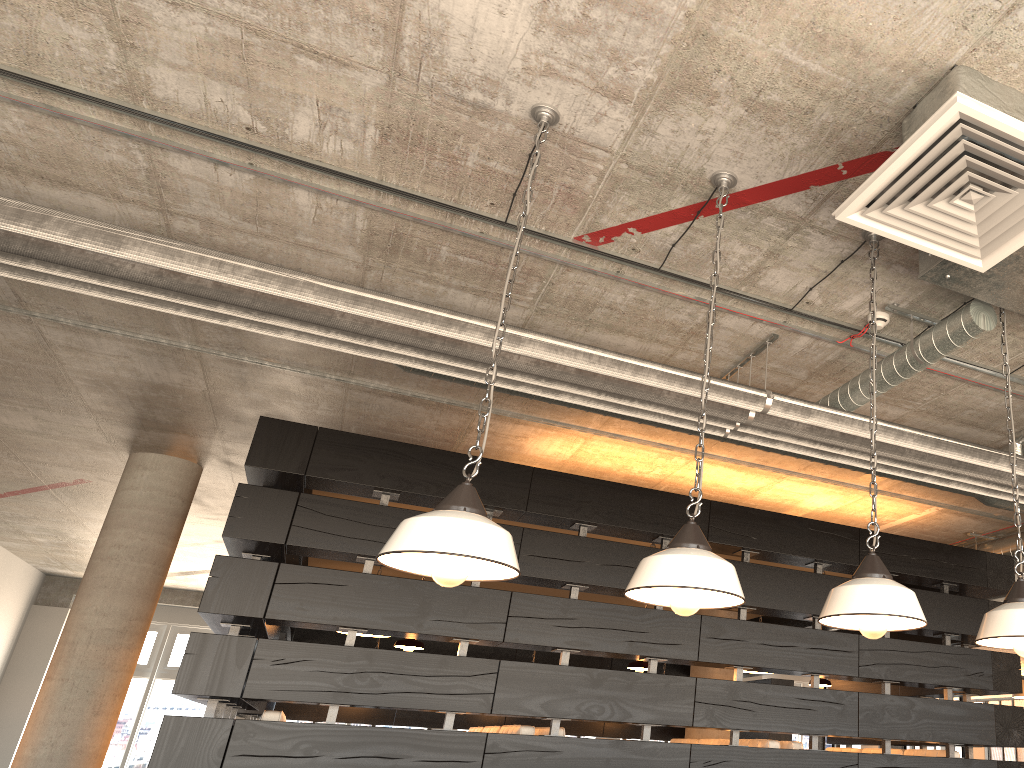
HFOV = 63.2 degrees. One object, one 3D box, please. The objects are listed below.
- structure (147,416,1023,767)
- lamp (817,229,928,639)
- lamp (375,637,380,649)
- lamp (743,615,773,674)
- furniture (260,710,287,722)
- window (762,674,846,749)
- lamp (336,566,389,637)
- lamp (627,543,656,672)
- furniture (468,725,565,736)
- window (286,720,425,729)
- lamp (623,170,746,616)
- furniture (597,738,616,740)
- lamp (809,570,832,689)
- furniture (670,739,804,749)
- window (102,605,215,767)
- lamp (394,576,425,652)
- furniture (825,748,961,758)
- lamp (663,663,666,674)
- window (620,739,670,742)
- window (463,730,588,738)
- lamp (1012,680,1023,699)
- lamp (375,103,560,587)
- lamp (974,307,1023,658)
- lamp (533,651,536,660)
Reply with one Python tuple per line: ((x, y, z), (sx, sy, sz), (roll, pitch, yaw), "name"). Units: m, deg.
((0.490, 3.096, 7.644), (6.065, 2.754, 5.499), (12, -24, -16), "structure")
((1.329, 0.044, 3.070), (0.383, 1.754, 0.344), (12, -24, -4), "lamp")
((-1.381, 2.599, 8.785), (0.178, 1.060, 0.207), (1, -25, 21), "lamp")
((2.679, 2.303, 8.939), (0.473, 1.517, 0.411), (13, -24, -8), "lamp")
((-1.425, 2.656, 4.979), (0.649, 1.272, 1.699), (14, -25, -10), "furniture")
((5.856, 7.321, 16.891), (2.761, 2.898, 0.220), (16, -24, -20), "window")
((-1.126, 1.443, 7.386), (0.473, 1.517, 0.411), (13, -24, -8), "lamp")
((1.046, 1.696, 6.450), (0.206, 1.060, 0.179), (14, -24, -8), "lamp")
((-0.112, 2.952, 5.515), (1.178, 1.270, 1.695), (13, -24, -13), "furniture")
((-2.626, 5.405, 13.430), (2.761, 2.898, 0.220), (16, -24, -20), "window")
((0.655, -0.108, 2.795), (0.412, 1.754, 0.316), (22, -26, -25), "lamp")
((0.819, 4.590, 9.163), (1.178, 1.270, 1.704), (13, -24, -13), "furniture")
((2.643, 2.056, 7.102), (0.216, 1.060, 0.169), (20, -25, -22), "lamp")
((1.582, 3.335, 6.206), (1.178, 1.270, 1.695), (13, -24, -13), "furniture")
((-5.451, 4.767, 12.277), (2.761, 2.898, 0.220), (16, -24, -20), "window")
((-0.605, 1.323, 5.776), (0.216, 1.060, 0.169), (20, -25, -22), "lamp")
((2.917, 3.636, 6.750), (0.648, 1.272, 1.699), (14, -25, -10), "furniture")
((1.866, 3.333, 10.110), (0.178, 1.060, 0.207), (1, -25, 21), "lamp")
((3.025, 6.682, 15.736), (2.761, 2.898, 0.220), (16, -24, -20), "window")
((0.200, 6.044, 14.583), (2.761, 2.898, 0.220), (16, -24, -20), "window")
((6.484, 3.162, 10.492), (0.387, 1.517, 0.497), (-7, -29, 34), "lamp")
((-0.021, -0.261, 2.519), (0.331, 1.754, 0.396), (-1, -26, 24), "lamp")
((2.004, 0.197, 3.345), (0.370, 1.754, 0.357), (9, -24, 3), "lamp")
((0.270, 2.972, 9.459), (0.168, 1.060, 0.217), (-6, -29, 34), "lamp")
